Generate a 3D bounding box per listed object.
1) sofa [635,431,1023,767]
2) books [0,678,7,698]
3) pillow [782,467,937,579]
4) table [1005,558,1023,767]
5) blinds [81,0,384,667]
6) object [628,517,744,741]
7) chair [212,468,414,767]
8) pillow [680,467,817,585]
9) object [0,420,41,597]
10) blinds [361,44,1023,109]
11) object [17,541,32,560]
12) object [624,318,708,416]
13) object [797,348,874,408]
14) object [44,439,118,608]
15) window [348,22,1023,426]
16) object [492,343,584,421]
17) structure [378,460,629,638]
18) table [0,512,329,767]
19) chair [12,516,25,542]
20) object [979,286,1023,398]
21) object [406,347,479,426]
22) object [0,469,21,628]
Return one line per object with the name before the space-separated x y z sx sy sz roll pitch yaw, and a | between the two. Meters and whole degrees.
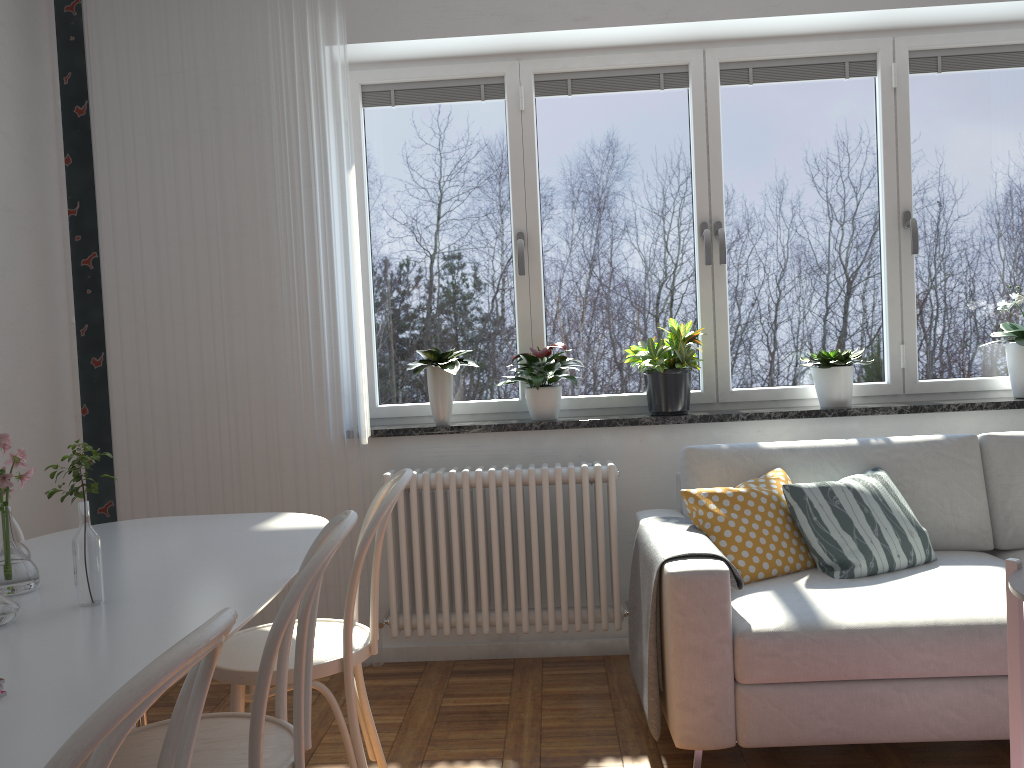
sofa | 1.664 0.604 2.800 2.462 0.843 1.003 -3 2 3
books | -0.810 0.396 1.108 0.278 0.022 0.204 -2 1 29
pillow | 1.138 0.442 2.885 0.469 0.289 0.309 -3 2 -26
table | 1.309 0.723 1.690 0.617 0.688 0.617 -3 2 1
blinds | -1.094 -0.309 3.460 1.037 2.889 0.055 -3 2 3
object | 0.523 0.726 2.762 0.288 0.534 0.608 -3 2 3
chair | 1.064 0.386 2.476 3.693 1.343 0.447 -3 2 -12
pillow | 0.805 0.460 2.916 0.464 0.318 0.313 -4 2 -30
object | -0.974 0.227 1.702 0.111 0.349 0.108 -4 2 -28
blinds | 0.790 -1.267 3.651 2.845 0.098 0.015 -3 2 3
object | -1.055 0.327 1.835 0.112 0.151 0.087 -2 2 25
object | 0.606 -0.069 3.534 0.333 0.385 0.299 -2 2 18
object | 1.282 -0.027 3.526 0.267 0.237 0.283 -3 2 -16
object | -0.765 0.247 1.594 0.146 0.294 0.098 -1 3 36
window | 0.818 -0.645 3.641 3.020 1.511 0.151 -3 2 3
object | 0.126 -0.009 3.586 0.380 0.309 0.371 -3 2 -23
structure | -0.033 0.624 3.410 0.972 0.624 0.224 -3 2 2
table | -0.879 0.789 1.436 0.931 0.770 2.288 -3 1 3
chair | -1.226 0.714 2.211 0.520 0.918 0.447 -2 2 8
object | 2.030 -0.166 3.541 0.286 0.444 0.340 -3 2 -9
object | -0.274 0.007 3.550 0.292 0.316 0.354 -3 2 -6
object | -0.868 0.248 1.464 0.084 0.308 0.084 -5 3 -42
